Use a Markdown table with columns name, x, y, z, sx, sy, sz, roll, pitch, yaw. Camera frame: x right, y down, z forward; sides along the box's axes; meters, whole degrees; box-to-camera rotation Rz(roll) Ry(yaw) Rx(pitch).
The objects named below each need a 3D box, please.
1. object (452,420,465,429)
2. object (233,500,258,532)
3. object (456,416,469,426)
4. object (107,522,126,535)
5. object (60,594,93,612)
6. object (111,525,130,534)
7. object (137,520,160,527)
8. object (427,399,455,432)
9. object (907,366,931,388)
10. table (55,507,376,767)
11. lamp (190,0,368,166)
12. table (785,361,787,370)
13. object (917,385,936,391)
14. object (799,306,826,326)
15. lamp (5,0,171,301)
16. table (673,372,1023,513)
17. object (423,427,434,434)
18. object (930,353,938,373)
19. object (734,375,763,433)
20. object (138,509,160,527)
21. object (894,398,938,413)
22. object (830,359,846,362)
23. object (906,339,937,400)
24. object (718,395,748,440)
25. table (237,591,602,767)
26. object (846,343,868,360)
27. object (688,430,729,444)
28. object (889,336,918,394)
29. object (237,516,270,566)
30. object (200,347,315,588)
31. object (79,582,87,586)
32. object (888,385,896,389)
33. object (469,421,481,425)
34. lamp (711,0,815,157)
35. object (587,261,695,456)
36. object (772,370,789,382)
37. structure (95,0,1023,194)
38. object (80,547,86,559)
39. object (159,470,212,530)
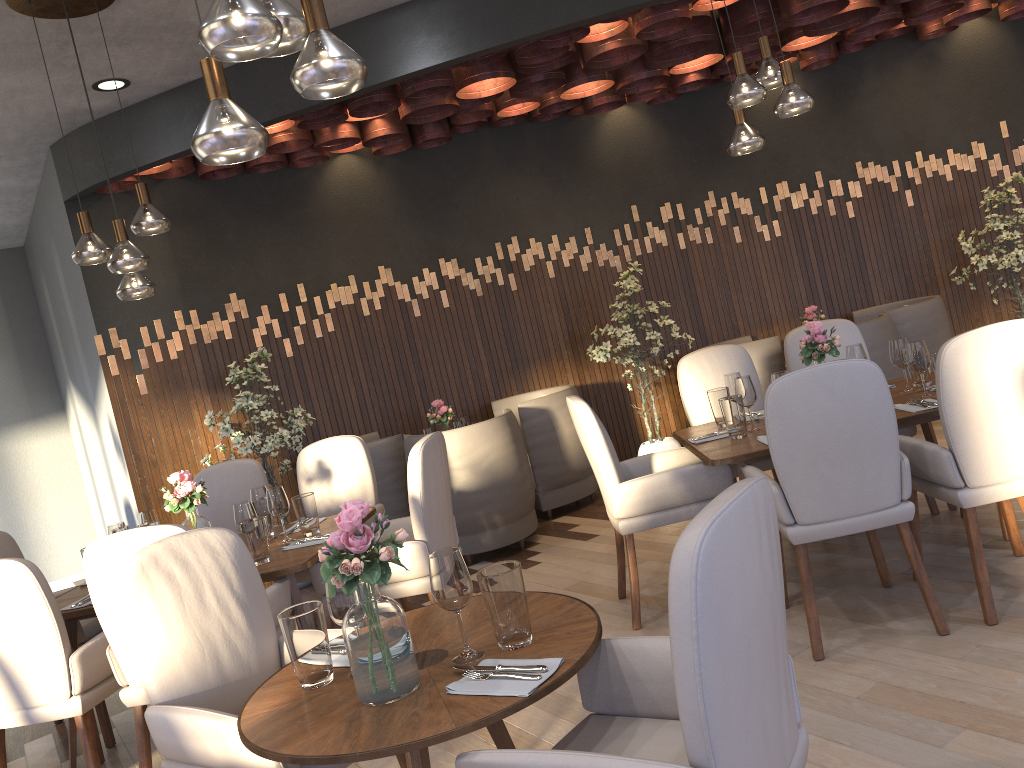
| name | x | y | z | sx | sy | sz | roll | pitch | yaw |
| --- | --- | --- | --- | --- | --- | --- | --- | --- | --- |
| object | -0.350 | 0.374 | 6.128 | 0.092 | 0.244 | 0.092 | -12 | 2 | 32 |
| object | -1.079 | 0.604 | 3.638 | 0.092 | 0.244 | 0.092 | -15 | 2 | -32 |
| object | -0.337 | 0.357 | 6.352 | 0.092 | 0.244 | 0.092 | -13 | 2 | 8 |
| object | -1.722 | 0.738 | 3.917 | 0.092 | 0.244 | 0.092 | -14 | 2 | -11 |
| object | -1.714 | 0.870 | 3.632 | 0.157 | 0.019 | 0.256 | -13 | 4 | 11 |
| object | -1.627 | 0.726 | 3.747 | 0.092 | 0.244 | 0.092 | -12 | 3 | 36 |
| object | -1.715 | 0.749 | 4.232 | 0.102 | 0.178 | 0.102 | -12 | 3 | 38 |
| object | -0.480 | 0.309 | 6.246 | 0.197 | 0.415 | 0.211 | -12 | 3 | 36 |
| object | 1.838 | -0.078 | 4.008 | 0.102 | 0.178 | 0.102 | -13 | 2 | 10 |
| table | -1.261 | 1.097 | 3.904 | 1.305 | 0.665 | 0.967 | -13 | 3 | 9 |
| lamp | -0.648 | -1.180 | 1.943 | 0.440 | 1.325 | 0.438 | -14 | 2 | -24 |
| table | 2.466 | 0.073 | 6.871 | 0.832 | 0.561 | 0.836 | -13 | 3 | 11 |
| object | 1.896 | 0.001 | 3.849 | 0.255 | 0.019 | 0.158 | -13 | 4 | 4 |
| object | 2.354 | -0.403 | 6.870 | 0.210 | 0.415 | 0.197 | -14 | 2 | -19 |
| lamp | -1.790 | -1.034 | 3.842 | 0.438 | 1.325 | 0.441 | -11 | 3 | 44 |
| table | 1.489 | 0.445 | 3.911 | 1.306 | 0.665 | 0.966 | -13 | 3 | 2 |
| object | -0.557 | 0.423 | 6.138 | 0.092 | 0.244 | 0.092 | -12 | 3 | 35 |
| object | 1.780 | -0.039 | 3.619 | 0.102 | 0.178 | 0.102 | -13 | 2 | 17 |
| object | 1.032 | 0.088 | 3.874 | 0.092 | 0.244 | 0.092 | -12 | 2 | 24 |
| object | -1.677 | 0.713 | 4.132 | 0.092 | 0.244 | 0.092 | -15 | 3 | -36 |
| object | 1.643 | 0.079 | 3.575 | 0.157 | 0.019 | 0.255 | -13 | 4 | 1 |
| object | 1.547 | -0.020 | 4.176 | 0.102 | 0.178 | 0.102 | -13 | 2 | 19 |
| object | 1.710 | -0.061 | 3.707 | 0.092 | 0.244 | 0.092 | -14 | 2 | -18 |
| object | 0.956 | 0.144 | 3.808 | 0.102 | 0.178 | 0.102 | -13 | 2 | 15 |
| table | -0.128 | 0.953 | 2.039 | 0.831 | 0.661 | 0.837 | -11 | 4 | 33 |
| object | 1.600 | -0.060 | 4.085 | 0.092 | 0.244 | 0.092 | -15 | 3 | -40 |
| object | 0.922 | 0.224 | 3.968 | 0.255 | 0.019 | 0.157 | -13 | 4 | -1 |
| object | 1.741 | -0.085 | 3.947 | 0.092 | 0.244 | 0.092 | -14 | 2 | -16 |
| object | -1.024 | 0.631 | 3.541 | 0.102 | 0.178 | 0.102 | -13 | 2 | 17 |
| object | -1.653 | 0.570 | 5.903 | 0.791 | 1.615 | 0.745 | -14 | 2 | -25 |
| object | -1.816 | 0.868 | 4.033 | 0.255 | 0.019 | 0.158 | -13 | 4 | 8 |
| object | 1.722 | 0.018 | 4.222 | 0.157 | 0.019 | 0.255 | -13 | 4 | 3 |
| object | -0.259 | 0.366 | 6.435 | 0.102 | 0.178 | 0.102 | -13 | 2 | 15 |
| lamp | 0.979 | -1.688 | 3.816 | 0.441 | 1.325 | 0.438 | -14 | 2 | -26 |
| object | 0.986 | -0.107 | 6.689 | 0.747 | 1.615 | 0.789 | -14 | 2 | -5 |
| object | 1.152 | 0.070 | 3.722 | 0.092 | 0.244 | 0.092 | -13 | 2 | 21 |
| structure | 1.797 | -2.572 | 5.990 | 9.454 | 0.556 | 2.758 | -13 | 4 | -2 |
| object | -1.807 | 0.795 | 3.866 | 0.102 | 0.178 | 0.102 | -13 | 2 | 5 |
| object | -1.411 | 0.581 | 3.890 | 0.197 | 0.415 | 0.211 | -12 | 3 | 36 |
